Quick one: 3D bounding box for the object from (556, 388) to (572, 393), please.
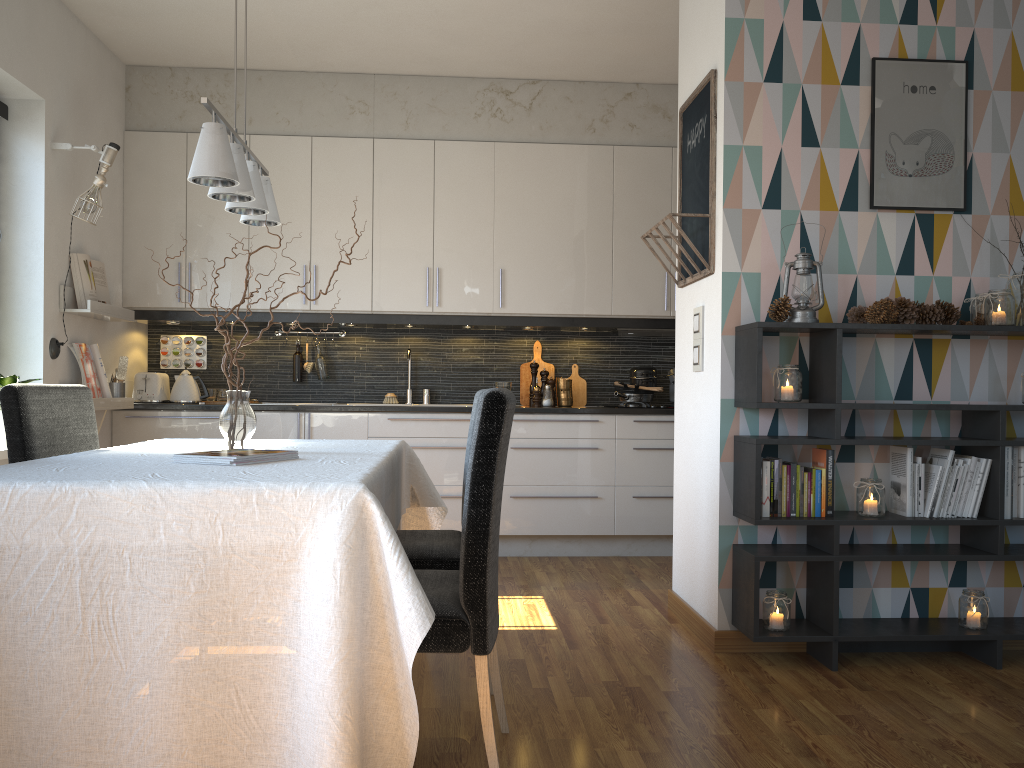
[{"bbox_3d":[0.318,0.039,5.430,0.099,0.057,0.101,1,0,8],"label":"object"}]

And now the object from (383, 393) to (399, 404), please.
[{"bbox_3d":[-0.756,0.091,5.523,0.097,0.065,0.099,1,0,-12],"label":"object"}]

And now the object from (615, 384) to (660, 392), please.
[{"bbox_3d":[0.759,0.024,5.412,0.064,0.044,0.335,1,-1,-42],"label":"object"}]

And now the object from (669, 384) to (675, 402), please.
[{"bbox_3d":[1.114,0.037,5.464,0.200,0.154,0.348,1,0,-24],"label":"object"}]

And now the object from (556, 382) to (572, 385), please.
[{"bbox_3d":[0.318,0.004,5.426,0.100,0.036,0.100,0,0,25],"label":"object"}]

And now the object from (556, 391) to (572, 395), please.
[{"bbox_3d":[0.319,0.061,5.431,0.099,0.043,0.100,1,0,-16],"label":"object"}]

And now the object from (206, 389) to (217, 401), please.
[{"bbox_3d":[-1.807,0.067,5.323,0.071,0.076,0.071,1,0,-12],"label":"object"}]

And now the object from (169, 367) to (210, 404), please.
[{"bbox_3d":[-1.897,0.016,5.178,0.204,0.236,0.178,1,0,33],"label":"object"}]

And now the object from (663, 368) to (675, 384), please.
[{"bbox_3d":[1.016,-0.042,5.487,0.371,0.169,0.203,1,0,-32],"label":"object"}]

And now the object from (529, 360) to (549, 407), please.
[{"bbox_3d":[0.168,-0.003,5.458,0.123,0.283,0.061,1,0,-4],"label":"object"}]

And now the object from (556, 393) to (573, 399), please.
[{"bbox_3d":[0.321,0.082,5.430,0.099,0.051,0.099,1,0,-18],"label":"object"}]

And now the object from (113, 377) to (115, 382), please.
[{"bbox_3d":[-2.162,0.019,4.793,0.007,0.166,0.065,1,0,18],"label":"object"}]

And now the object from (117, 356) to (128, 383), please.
[{"bbox_3d":[-2.103,-0.019,4.791,0.060,0.267,0.119,1,0,-13],"label":"object"}]

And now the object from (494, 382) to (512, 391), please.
[{"bbox_3d":[-0.053,0.062,5.215,0.102,0.146,0.102,1,0,-4],"label":"object"}]

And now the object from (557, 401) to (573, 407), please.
[{"bbox_3d":[0.325,0.121,5.430,0.100,0.036,0.100,0,0,29],"label":"object"}]

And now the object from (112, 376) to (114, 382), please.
[{"bbox_3d":[-2.139,0.028,4.732,0.007,0.159,0.089,0,0,-44],"label":"object"}]

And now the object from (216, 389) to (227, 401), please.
[{"bbox_3d":[-1.775,0.068,5.413,0.071,0.076,0.071,1,0,-4],"label":"object"}]

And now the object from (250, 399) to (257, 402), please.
[{"bbox_3d":[-1.658,0.098,5.444,0.248,0.017,0.024,0,0,31],"label":"object"}]

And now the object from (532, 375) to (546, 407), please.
[{"bbox_3d":[0.162,0.041,5.374,0.080,0.192,0.058,1,0,-20],"label":"object"}]

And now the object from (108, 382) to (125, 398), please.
[{"bbox_3d":[-2.133,0.054,4.763,0.103,0.124,0.103,1,0,-6],"label":"object"}]

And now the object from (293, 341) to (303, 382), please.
[{"bbox_3d":[-1.331,-0.142,5.511,0.060,0.256,0.060,1,0,18],"label":"object"}]

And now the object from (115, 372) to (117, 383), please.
[{"bbox_3d":[-2.126,0.013,4.756,0.020,0.200,0.007,1,0,17],"label":"object"}]

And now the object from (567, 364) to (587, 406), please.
[{"bbox_3d":[0.402,0.008,5.651,0.146,0.273,0.043,1,0,-4],"label":"object"}]

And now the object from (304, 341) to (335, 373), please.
[{"bbox_3d":[-1.201,-0.167,5.519,0.188,0.203,0.072,1,0,-17],"label":"object"}]

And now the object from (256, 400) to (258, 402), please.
[{"bbox_3d":[-1.650,0.095,5.467,0.173,0.026,0.021,1,0,5],"label":"object"}]

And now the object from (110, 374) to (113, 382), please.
[{"bbox_3d":[-2.167,0.014,4.779,0.007,0.161,0.086,1,0,-3],"label":"object"}]

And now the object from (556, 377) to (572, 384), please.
[{"bbox_3d":[0.319,-0.016,5.425,0.100,0.047,0.099,1,0,-8],"label":"object"}]

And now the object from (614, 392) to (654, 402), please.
[{"bbox_3d":[0.718,0.078,5.494,0.351,0.061,0.232,1,-1,-30],"label":"object"}]

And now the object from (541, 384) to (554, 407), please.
[{"bbox_3d":[0.214,0.070,5.335,0.069,0.135,0.069,1,0,-29],"label":"object"}]

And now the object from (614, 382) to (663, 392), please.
[{"bbox_3d":[0.770,0.017,5.424,0.334,0.061,0.059,0,0,39],"label":"object"}]

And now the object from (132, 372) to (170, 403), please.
[{"bbox_3d":[-2.101,0.029,5.171,0.175,0.192,0.253,1,0,-4],"label":"object"}]

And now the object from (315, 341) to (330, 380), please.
[{"bbox_3d":[-1.179,-0.147,5.507,0.093,0.242,0.074,0,0,-31],"label":"object"}]

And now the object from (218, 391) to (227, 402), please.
[{"bbox_3d":[-1.739,0.074,5.348,0.065,0.064,0.065,1,0,-4],"label":"object"}]

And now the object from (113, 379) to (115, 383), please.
[{"bbox_3d":[-2.156,0.014,4.794,0.014,0.190,0.077,1,0,29],"label":"object"}]

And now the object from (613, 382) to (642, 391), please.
[{"bbox_3d":[0.755,0.030,5.477,0.246,0.080,0.356,1,0,-1],"label":"object"}]

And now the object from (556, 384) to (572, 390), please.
[{"bbox_3d":[0.317,0.021,5.426,0.100,0.036,0.100,1,0,-10],"label":"object"}]

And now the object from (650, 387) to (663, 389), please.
[{"bbox_3d":[0.778,0.029,5.461,0.336,0.021,0.065,0,-1,45],"label":"object"}]

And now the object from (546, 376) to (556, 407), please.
[{"bbox_3d":[0.238,0.046,5.407,0.058,0.184,0.058,1,0,29],"label":"object"}]

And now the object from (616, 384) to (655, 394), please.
[{"bbox_3d":[0.742,0.044,5.475,0.243,0.082,0.347,0,-1,33],"label":"object"}]

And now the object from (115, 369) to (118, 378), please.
[{"bbox_3d":[-2.144,0.012,4.792,0.014,0.193,0.043,1,0,7],"label":"object"}]

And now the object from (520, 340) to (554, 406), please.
[{"bbox_3d":[0.161,-0.069,5.641,0.219,0.419,0.029,1,0,-4],"label":"object"}]

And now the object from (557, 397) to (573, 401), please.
[{"bbox_3d":[0.323,0.099,5.429,0.100,0.048,0.099,1,0,14],"label":"object"}]

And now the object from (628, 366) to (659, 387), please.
[{"bbox_3d":[0.822,-0.032,5.546,0.197,0.159,0.190,0,0,42],"label":"object"}]

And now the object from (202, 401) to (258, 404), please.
[{"bbox_3d":[-1.729,0.112,5.384,0.335,0.012,0.213,1,-1,-2],"label":"object"}]
